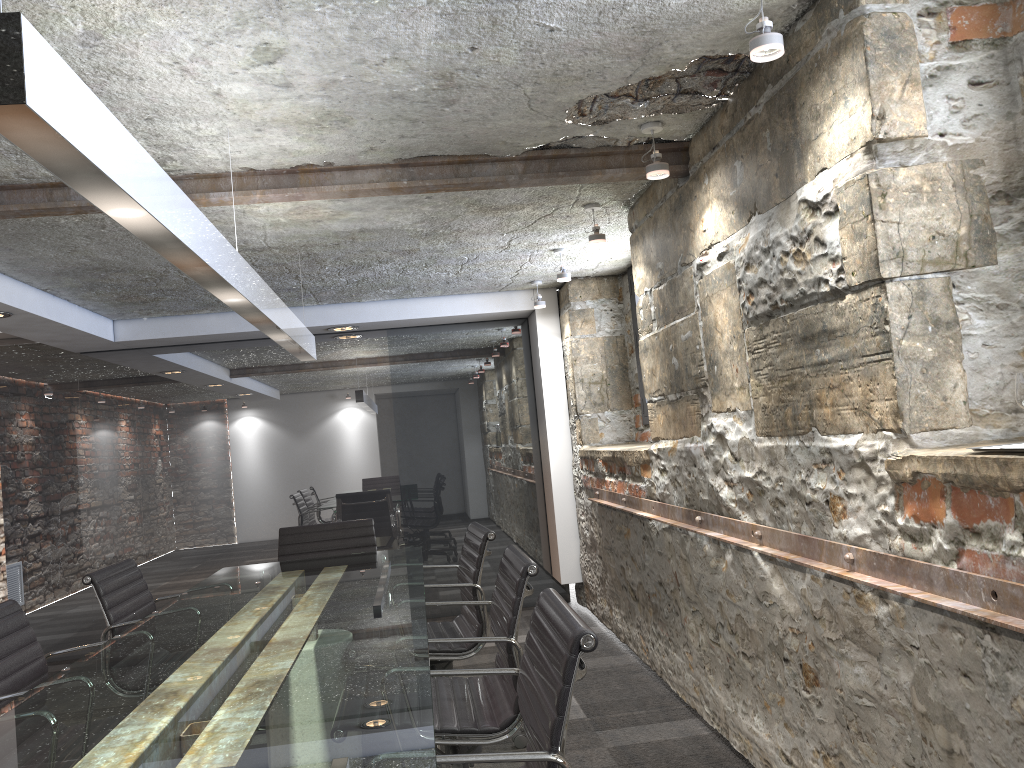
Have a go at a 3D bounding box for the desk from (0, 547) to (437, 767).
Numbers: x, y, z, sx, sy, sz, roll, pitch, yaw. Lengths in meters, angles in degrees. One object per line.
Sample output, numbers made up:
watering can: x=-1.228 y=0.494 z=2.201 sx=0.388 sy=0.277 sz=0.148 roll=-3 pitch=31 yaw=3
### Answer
desk: x=-0.671 y=1.046 z=2.537 sx=0.909 sy=0.711 sz=3.154 roll=-5 pitch=-3 yaw=-7

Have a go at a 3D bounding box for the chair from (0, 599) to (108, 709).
chair: x=-1.172 y=1.024 z=2.455 sx=0.667 sy=0.837 sz=0.693 roll=-4 pitch=-4 yaw=-17

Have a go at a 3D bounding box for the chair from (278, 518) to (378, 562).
chair: x=-0.866 y=1.100 z=4.195 sx=0.693 sy=0.837 sz=0.667 roll=-4 pitch=-4 yaw=-16

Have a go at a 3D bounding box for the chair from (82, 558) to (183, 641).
chair: x=-1.228 y=1.086 z=3.392 sx=0.667 sy=0.837 sz=0.693 roll=-4 pitch=-4 yaw=-16

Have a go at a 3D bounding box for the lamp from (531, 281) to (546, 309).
lamp: x=0.166 y=-0.568 z=5.644 sx=0.077 sy=0.165 sz=0.098 roll=-7 pitch=-4 yaw=26

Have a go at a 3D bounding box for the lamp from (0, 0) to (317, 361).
lamp: x=-0.810 y=-0.480 z=2.631 sx=0.073 sy=0.524 sz=3.159 roll=-5 pitch=-3 yaw=-7

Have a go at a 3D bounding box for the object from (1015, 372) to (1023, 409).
object: x=0.992 y=0.034 z=1.550 sx=0.108 sy=0.131 sz=0.218 roll=-5 pitch=-3 yaw=-8

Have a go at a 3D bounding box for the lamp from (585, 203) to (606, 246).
lamp: x=0.362 y=-0.694 z=3.866 sx=0.077 sy=0.165 sz=0.098 roll=-7 pitch=-4 yaw=26

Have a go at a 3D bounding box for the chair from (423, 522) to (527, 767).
chair: x=-0.352 y=1.011 z=3.504 sx=0.667 sy=0.837 sz=0.693 roll=-4 pitch=-4 yaw=-20

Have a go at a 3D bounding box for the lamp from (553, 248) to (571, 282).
lamp: x=0.267 y=-0.632 z=4.731 sx=0.077 sy=0.165 sz=0.098 roll=-7 pitch=-4 yaw=26

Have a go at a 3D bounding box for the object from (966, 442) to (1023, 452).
object: x=1.025 y=0.094 z=1.445 sx=0.310 sy=0.007 sz=0.457 roll=-5 pitch=-3 yaw=-7

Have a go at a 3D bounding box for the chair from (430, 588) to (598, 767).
chair: x=-0.127 y=0.881 z=1.708 sx=0.667 sy=0.837 sz=0.693 roll=-4 pitch=-4 yaw=-15

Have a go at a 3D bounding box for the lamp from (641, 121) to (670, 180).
lamp: x=0.467 y=-0.762 z=2.904 sx=0.077 sy=0.165 sz=0.098 roll=-7 pitch=-4 yaw=26

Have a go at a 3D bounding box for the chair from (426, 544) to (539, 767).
chair: x=-0.206 y=0.941 z=2.582 sx=0.667 sy=0.837 sz=0.693 roll=-4 pitch=-4 yaw=-16

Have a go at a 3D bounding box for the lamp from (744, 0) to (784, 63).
lamp: x=0.566 y=-0.825 z=2.004 sx=0.077 sy=0.165 sz=0.098 roll=-7 pitch=-4 yaw=26
